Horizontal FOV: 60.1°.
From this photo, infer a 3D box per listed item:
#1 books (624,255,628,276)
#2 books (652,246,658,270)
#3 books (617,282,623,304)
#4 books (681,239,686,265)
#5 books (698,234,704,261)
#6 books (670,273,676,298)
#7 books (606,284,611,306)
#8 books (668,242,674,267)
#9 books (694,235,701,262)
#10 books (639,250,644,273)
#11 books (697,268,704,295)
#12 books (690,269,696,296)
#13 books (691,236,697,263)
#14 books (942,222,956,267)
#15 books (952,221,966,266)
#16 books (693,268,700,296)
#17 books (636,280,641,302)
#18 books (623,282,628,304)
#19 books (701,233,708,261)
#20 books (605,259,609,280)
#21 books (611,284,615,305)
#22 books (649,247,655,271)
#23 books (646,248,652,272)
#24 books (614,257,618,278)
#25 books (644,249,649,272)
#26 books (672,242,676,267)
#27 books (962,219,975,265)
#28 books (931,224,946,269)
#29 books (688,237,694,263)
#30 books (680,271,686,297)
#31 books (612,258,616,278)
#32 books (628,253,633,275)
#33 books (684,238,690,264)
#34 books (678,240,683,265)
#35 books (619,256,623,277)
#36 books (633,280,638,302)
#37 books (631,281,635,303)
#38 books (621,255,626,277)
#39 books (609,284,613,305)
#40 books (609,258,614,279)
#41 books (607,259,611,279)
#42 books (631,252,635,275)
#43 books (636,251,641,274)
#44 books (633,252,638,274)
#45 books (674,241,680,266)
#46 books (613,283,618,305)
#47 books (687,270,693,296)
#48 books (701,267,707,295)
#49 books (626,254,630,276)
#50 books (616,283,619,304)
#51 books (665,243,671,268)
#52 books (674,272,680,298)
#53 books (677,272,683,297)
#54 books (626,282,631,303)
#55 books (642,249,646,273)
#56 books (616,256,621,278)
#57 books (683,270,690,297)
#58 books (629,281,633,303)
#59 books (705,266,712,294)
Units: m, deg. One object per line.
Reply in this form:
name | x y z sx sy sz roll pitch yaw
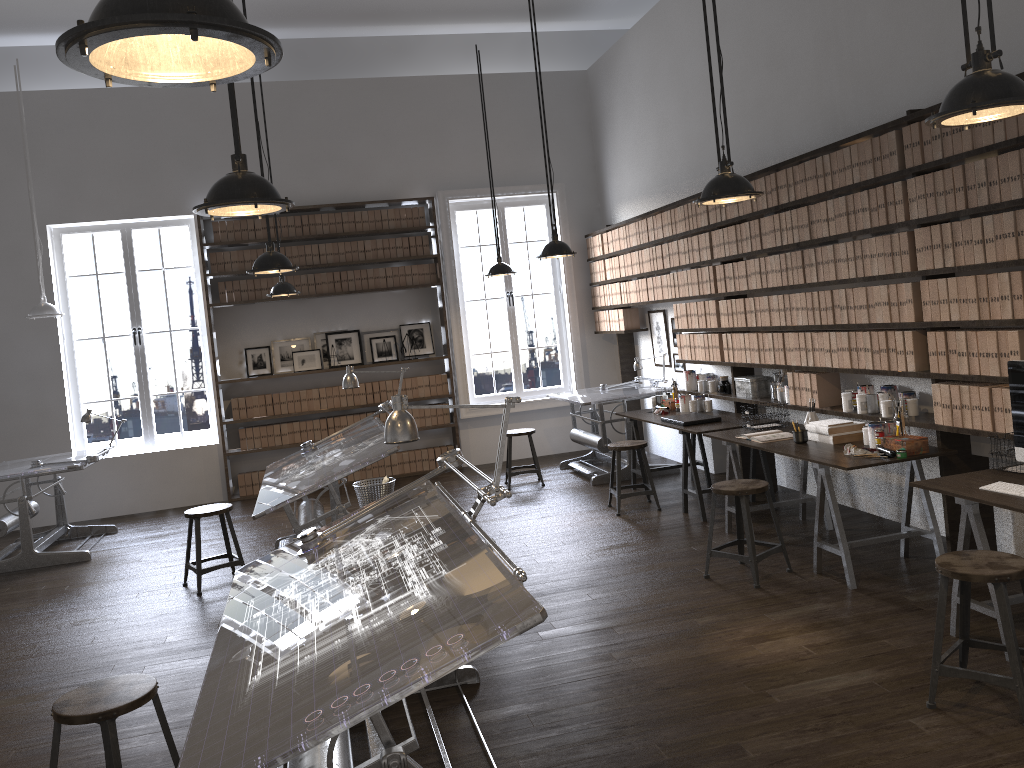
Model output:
books | 1.232 -1.203 8.941 0.174 0.225 0.067 -6 2 -13
books | 1.403 -1.166 8.203 0.175 0.225 0.067 -6 2 -13
books | 1.195 -0.948 9.194 0.175 0.225 0.067 -6 2 -13
books | 1.546 -1.134 7.584 0.175 0.225 0.067 -6 2 -13
books | 1.628 -1.118 7.245 0.175 0.225 0.067 -6 2 -13
books | 1.506 -0.882 7.865 0.175 0.225 0.067 -6 2 -13
books | 1.115 -0.965 9.535 0.175 0.225 0.067 -6 2 -13
books | 1.488 -1.148 7.846 0.174 0.225 0.067 -6 2 -13
books | 1.608 -1.120 7.309 0.175 0.225 0.067 -6 2 -13
books | 1.324 -1.183 8.541 0.175 0.225 0.067 -6 2 -13
books | 1.638 -0.856 7.329 0.175 0.225 0.067 -6 2 -13
books | 1.606 -0.862 7.460 0.175 0.225 0.067 -6 2 -13
books | 1.599 -1.125 7.378 0.174 0.225 0.067 -6 2 -13
books | 2.295 -0.714 4.513 0.174 0.225 0.067 -6 2 -13
books | 2.314 -0.711 4.446 0.174 0.225 0.067 -6 2 -13
books | 1.617 -0.858 7.394 0.175 0.225 0.067 -6 2 -13
books | 1.316 -0.916 8.682 0.175 0.225 0.067 -6 2 -13
books | 1.236 -0.933 9.027 0.175 0.225 0.067 -6 2 -13
books | 1.640 -1.114 7.183 0.175 0.225 0.067 -6 2 -13
books | 1.100 -1.230 9.490 0.174 0.225 0.067 -6 2 -13
books | 1.155 -0.959 9.398 0.174 0.225 0.067 -6 2 -13
books | 1.384 -1.168 8.263 0.175 0.225 0.067 -6 2 -13
books | 1.368 -1.172 8.334 0.175 0.225 0.067 -6 2 -13
books | 1.166 -1.217 9.225 0.175 0.225 0.067 -6 2 -13
books | 1.354 -1.176 8.405 0.174 0.225 0.067 -6 2 -13
books | 1.504 -1.144 7.777 0.175 0.225 0.067 -6 2 -13
books | 2.328 -0.707 4.377 0.175 0.225 0.067 -6 2 -13
books | 2.275 -0.717 4.582 0.175 0.225 0.067 -6 2 -13
books | 1.581 -1.128 7.446 0.175 0.225 0.067 -6 2 -13
books | 1.560 -0.872 7.660 0.175 0.225 0.067 -6 2 -13
books | 1.148 -1.220 9.288 0.175 0.225 0.067 -6 2 -13
books | 1.257 -1.195 8.805 0.175 0.225 0.067 -6 2 -13
books | 1.561 -1.131 7.513 0.175 0.225 0.067 -6 2 -13
books | 1.534 -1.138 7.646 0.175 0.225 0.067 -6 2 -13
books | 1.200 -1.210 9.080 0.175 0.225 0.067 -6 2 -13
books | 1.299 -0.919 8.752 0.175 0.225 0.067 -6 2 -13
books | 1.286 -0.923 8.824 0.174 0.225 0.067 -6 2 -13
books | 1.211 -1.206 9.009 0.174 0.225 0.067 -6 2 -13
books | 1.135 -0.962 9.465 0.174 0.225 0.067 -6 2 -13
books | 1.130 -1.222 9.349 0.175 0.225 0.067 -6 2 -13
books | 1.113 -1.226 9.419 0.175 0.225 0.067 -6 2 -13
books | 1.277 -1.193 8.741 0.175 0.225 0.067 -6 2 -13
books | 1.305 -1.186 8.609 0.175 0.225 0.067 -6 2 -13
books | 1.290 -1.189 8.680 0.175 0.225 0.067 -6 2 -13
books | 1.514 -1.140 7.710 0.175 0.225 0.067 -6 2 -13
books | 1.169 -0.956 9.329 0.175 0.225 0.067 -6 2 -13
books | 1.590 -0.865 7.521 0.175 0.225 0.067 -6 2 -13
books | 1.654 -0.852 7.260 0.174 0.225 0.067 -6 2 -13
books | 1.248 -1.199 8.872 0.175 0.225 0.067 -6 2 -13
books | 1.185 -0.952 9.256 0.175 0.225 0.067 -6 2 -13
books | 1.468 -1.151 7.914 0.174 0.225 0.067 -6 2 -13
books | 1.526 -0.879 7.795 0.174 0.225 0.067 -6 2 -13
books | 1.546 -0.876 7.728 0.174 0.225 0.067 -6 2 -13
books | 1.256 -0.930 8.960 0.175 0.225 0.067 -6 2 -13
books | 1.342 -1.179 8.474 0.174 0.225 0.067 -6 2 -13
books | 1.177 -1.213 9.152 0.175 0.225 0.067 -6 2 -13
books | 1.572 -0.868 7.591 0.175 0.225 0.067 -6 2 -13
books | 1.274 -0.927 8.892 0.174 0.225 0.067 -6 2 -13
books | 1.666 -0.848 7.190 0.174 0.225 0.067 -6 2 -13
